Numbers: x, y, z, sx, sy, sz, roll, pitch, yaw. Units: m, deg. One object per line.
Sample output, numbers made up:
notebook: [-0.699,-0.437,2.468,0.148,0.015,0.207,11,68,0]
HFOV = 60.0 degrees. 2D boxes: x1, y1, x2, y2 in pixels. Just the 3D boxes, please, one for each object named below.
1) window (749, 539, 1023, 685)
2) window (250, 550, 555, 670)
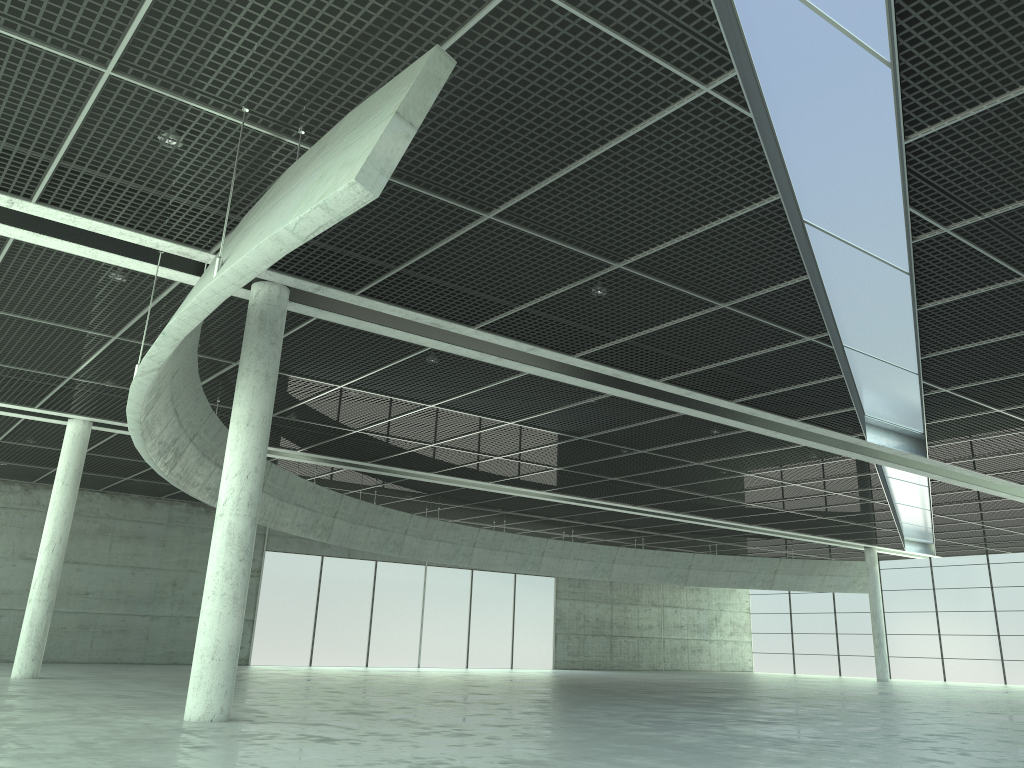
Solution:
window: [22.021,10.982,48.750,100.728,16.082,99.614,15,-23,-35]
window: [-8.646,24.829,85.476,33.509,10.663,0.159,15,-22,-35]
